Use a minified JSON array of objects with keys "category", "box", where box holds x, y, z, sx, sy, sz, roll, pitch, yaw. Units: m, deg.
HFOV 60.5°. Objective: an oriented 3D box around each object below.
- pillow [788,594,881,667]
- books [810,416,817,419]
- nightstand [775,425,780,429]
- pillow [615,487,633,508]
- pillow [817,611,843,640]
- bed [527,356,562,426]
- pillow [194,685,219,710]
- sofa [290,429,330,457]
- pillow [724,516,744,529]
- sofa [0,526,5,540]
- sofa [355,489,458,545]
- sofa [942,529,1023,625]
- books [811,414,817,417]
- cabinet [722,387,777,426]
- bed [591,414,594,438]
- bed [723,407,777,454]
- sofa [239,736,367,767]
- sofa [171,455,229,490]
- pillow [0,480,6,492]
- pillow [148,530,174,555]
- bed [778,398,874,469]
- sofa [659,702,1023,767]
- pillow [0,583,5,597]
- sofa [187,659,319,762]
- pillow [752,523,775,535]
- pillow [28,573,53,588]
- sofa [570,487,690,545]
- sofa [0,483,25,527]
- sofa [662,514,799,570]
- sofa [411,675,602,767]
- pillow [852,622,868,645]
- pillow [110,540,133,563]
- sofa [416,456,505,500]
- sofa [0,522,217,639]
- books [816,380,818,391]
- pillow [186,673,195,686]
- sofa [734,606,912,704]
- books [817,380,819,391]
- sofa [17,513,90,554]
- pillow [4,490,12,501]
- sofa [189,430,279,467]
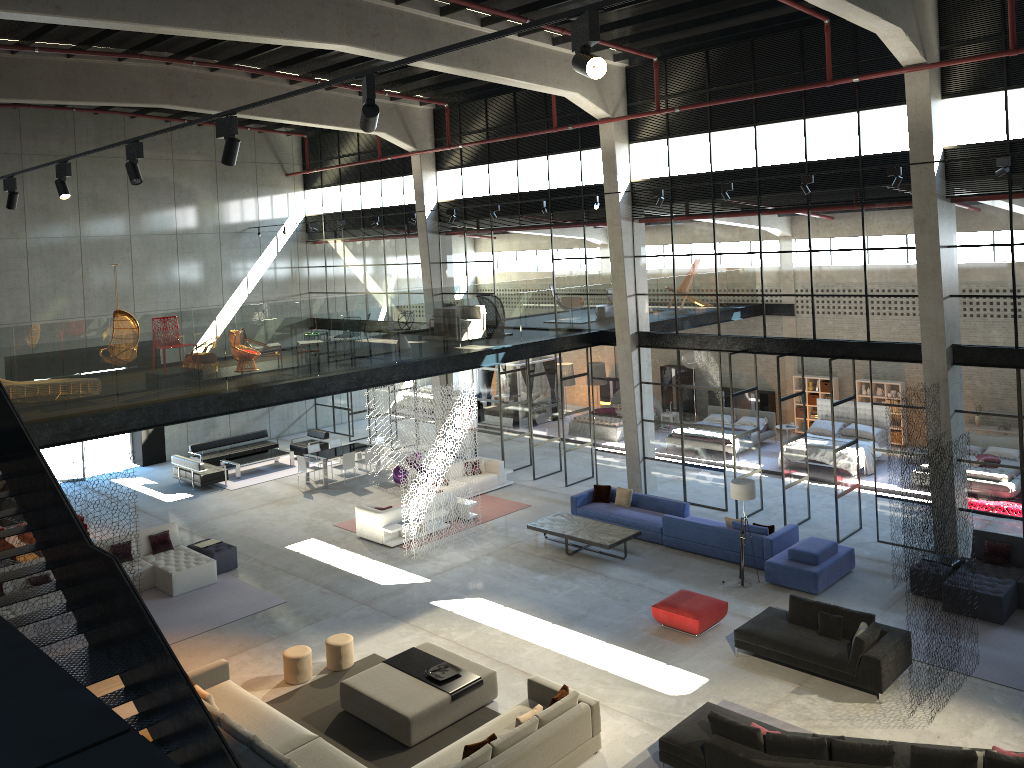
[{"category":"pillow","box":[4.517,3.319,12.042,0.744,0.416,1.595,-5,9,-16]},{"category":"books","box":[8.896,0.972,25.591,0.309,0.055,0.232,6,12,44]},{"category":"nightstand","box":[7.389,1.490,23.512,0.600,0.697,0.607,-2,4,16]},{"category":"pillow","box":[2.365,2.403,18.597,0.208,0.380,0.402,-5,5,-44]},{"category":"pillow","box":[4.392,3.331,12.115,0.343,0.306,0.188,2,5,42]},{"category":"bed","box":[0.231,0.192,29.574,2.250,2.071,2.331,2,7,44]},{"category":"pillow","box":[-3.766,3.937,10.811,0.402,0.380,0.208,2,5,43]},{"category":"sofa","box":[-6.005,1.811,26.034,0.952,0.756,0.827,3,8,44]},{"category":"pillow","box":[4.170,2.673,16.328,0.208,0.380,0.402,-5,5,-44]},{"category":"sofa","box":[-11.569,3.237,18.577,0.816,0.811,1.294,2,8,44]},{"category":"sofa","box":[-2.252,2.790,18.960,0.949,0.667,2.156,3,10,44]},{"category":"sofa","box":[8.688,3.133,12.754,4.157,0.865,1.841,6,11,44]},{"category":"books","box":[8.893,0.916,25.590,0.283,0.055,0.232,6,12,44]},{"category":"cabinet","box":[7.144,0.763,27.295,2.085,1.154,0.453,4,6,44]},{"category":"bed","box":[3.185,0.830,27.150,2.033,1.274,2.360,4,10,44]},{"category":"bed","box":[5.855,1.317,24.534,2.260,0.865,2.416,5,11,44]},{"category":"sofa","box":[-1.784,4.296,9.131,2.339,0.719,1.062,5,10,44]},{"category":"sofa","box":[-8.390,2.316,23.587,1.654,0.755,0.827,5,9,44]},{"category":"pillow","box":[-13.216,2.619,22.556,0.408,0.314,0.345,-1,5,16]},{"category":"pillow","box":[-6.786,3.067,16.977,0.235,0.343,0.417,0,6,43]},{"category":"bed","box":[8.116,1.329,22.090,2.221,1.411,2.336,3,9,43]},{"category":"sofa","box":[3.617,4.076,9.318,4.062,0.561,1.487,1,9,23]},{"category":"pillow","box":[-8.840,3.496,14.882,0.197,0.381,0.404,0,5,44]},{"category":"sofa","box":[-3.445,4.122,10.753,2.339,0.719,1.062,5,10,44]},{"category":"pillow","box":[4.590,2.712,15.976,0.398,0.370,0.261,-1,4,23]},{"category":"pillow","box":[-8.223,3.483,15.357,0.326,0.230,0.387,3,9,44]},{"category":"sofa","box":[2.445,2.698,18.289,2.339,0.601,1.063,5,11,44]},{"category":"sofa","box":[-13.375,3.055,21.000,2.829,0.566,3.218,6,12,44]},{"category":"sofa","box":[4.112,2.817,16.641,2.339,0.719,1.062,5,10,44]},{"category":"sofa","box":[-0.132,4.097,9.879,1.055,0.719,2.357,3,10,44]},{"category":"pillow","box":[4.645,3.378,11.710,0.207,0.314,0.345,-1,5,23]},{"category":"pillow","box":[-7.313,3.165,16.449,0.192,0.375,0.409,0,5,44]},{"category":"sofa","box":[-1.231,2.357,21.379,0.943,0.666,2.165,3,10,44]},{"category":"sofa","box":[-7.498,3.511,15.397,1.827,0.865,4.188,4,11,44]},{"category":"books","box":[8.927,0.035,25.506,0.087,0.319,0.254,-2,4,44]},{"category":"pillow","box":[-4.127,3.894,11.222,0.260,0.370,0.400,-4,5,-24]},{"category":"sofa","box":[4.268,3.596,12.154,2.110,0.559,1.090,6,11,44]},{"category":"books","box":[8.951,0.037,25.482,0.087,0.319,0.254,-2,4,44]},{"category":"sofa","box":[-9.732,3.143,18.599,1.967,0.810,0.823,5,9,44]},{"category":"pillow","box":[-12.511,2.714,21.881,0.324,0.310,0.408,-8,8,-43]},{"category":"sofa","box":[-8.099,1.968,25.691,0.821,0.754,2.474,2,9,44]}]
